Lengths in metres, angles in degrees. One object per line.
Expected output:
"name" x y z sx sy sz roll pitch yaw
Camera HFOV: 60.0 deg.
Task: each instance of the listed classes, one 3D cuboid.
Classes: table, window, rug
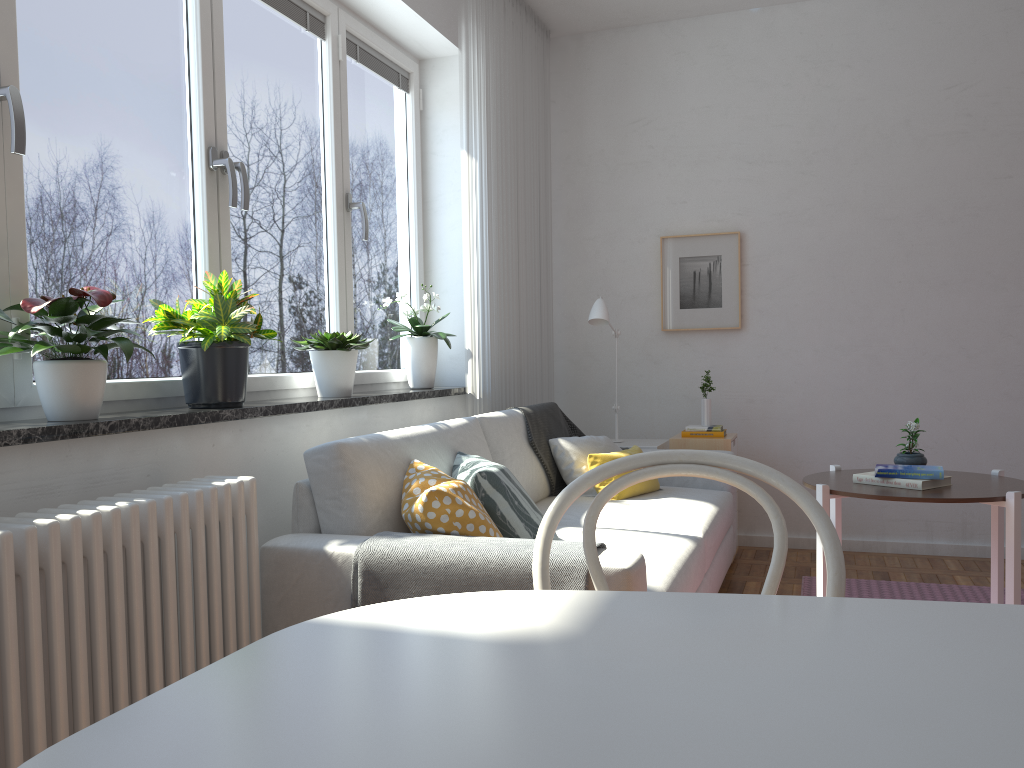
"table" 0.792 0.636 0.426 2.289 0.770 0.931 -1 2 19
"window" -0.894 -0.695 2.704 0.151 1.511 3.018 0 2 19
"rug" 2.080 0.935 2.628 2.366 0.008 2.456 -1 2 19
"table" 1.177 0.613 2.595 0.618 0.688 0.617 0 2 18

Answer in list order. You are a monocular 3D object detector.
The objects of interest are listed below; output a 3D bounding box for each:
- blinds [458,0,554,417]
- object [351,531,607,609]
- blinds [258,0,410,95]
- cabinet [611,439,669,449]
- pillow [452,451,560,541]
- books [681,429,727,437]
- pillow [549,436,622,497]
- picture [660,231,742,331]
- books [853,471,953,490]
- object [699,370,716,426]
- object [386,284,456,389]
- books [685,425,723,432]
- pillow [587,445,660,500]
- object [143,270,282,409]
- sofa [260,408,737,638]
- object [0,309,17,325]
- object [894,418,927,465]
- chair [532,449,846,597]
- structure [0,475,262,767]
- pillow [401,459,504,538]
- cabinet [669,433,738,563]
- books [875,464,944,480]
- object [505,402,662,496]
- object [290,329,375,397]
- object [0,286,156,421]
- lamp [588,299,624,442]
"blinds" 0.016 -0.520 4.466 0.055 2.889 1.291 0 3 19
"object" -0.076 0.640 2.151 0.608 0.534 0.288 0 2 19
"blinds" -0.939 -1.316 2.688 0.015 0.098 2.843 0 2 19
"cabinet" 0.618 0.611 4.749 0.400 0.600 0.400 0 2 19
"pillow" -0.029 0.371 2.780 0.309 0.289 0.469 -2 2 -10
"books" 0.987 0.252 4.546 0.210 0.028 0.163 -1 2 19
"pillow" 0.387 0.359 4.003 0.301 0.259 0.532 0 2 33
"picture" 1.040 -0.560 4.891 0.431 0.524 0.050 0 3 19
"books" 1.117 0.273 2.539 0.162 0.026 0.209 -2 2 -36
"object" 0.996 0.070 4.526 0.085 0.287 0.081 0 3 26
"object" -0.428 -0.201 3.830 0.340 0.444 0.286 -1 2 8
"books" 0.986 0.226 4.538 0.175 0.024 0.136 -1 2 19
"pillow" 0.481 0.378 3.815 0.211 0.194 0.401 0 2 37
"object" -0.827 -0.126 2.463 0.299 0.385 0.333 0 3 35
"sofa" 0.211 0.538 3.256 1.004 0.843 2.460 0 2 19
"object" -1.092 -0.064 1.624 0.354 0.316 0.292 -1 2 10
"object" 1.233 0.191 2.738 0.096 0.175 0.108 -1 2 -2
"chair" 0.339 0.300 2.591 0.448 1.343 3.692 -1 2 4
"structure" -0.861 0.552 1.806 0.224 0.624 0.971 0 2 19
"pillow" -0.154 0.384 2.469 0.313 0.318 0.464 -2 2 -13
"cabinet" 0.992 0.587 4.562 0.301 0.643 0.349 0 2 19
"books" 1.126 0.248 2.516 0.175 0.024 0.136 0 2 24
"object" 0.278 0.410 4.150 0.677 0.648 0.978 -2 2 -11
"object" -0.622 -0.074 3.108 0.283 0.237 0.267 -1 2 1
"object" -1.012 -0.072 2.018 0.371 0.309 0.379 -1 2 -6
"lamp" 0.871 0.292 2.540 0.332 1.347 4.589 -2 2 -11
